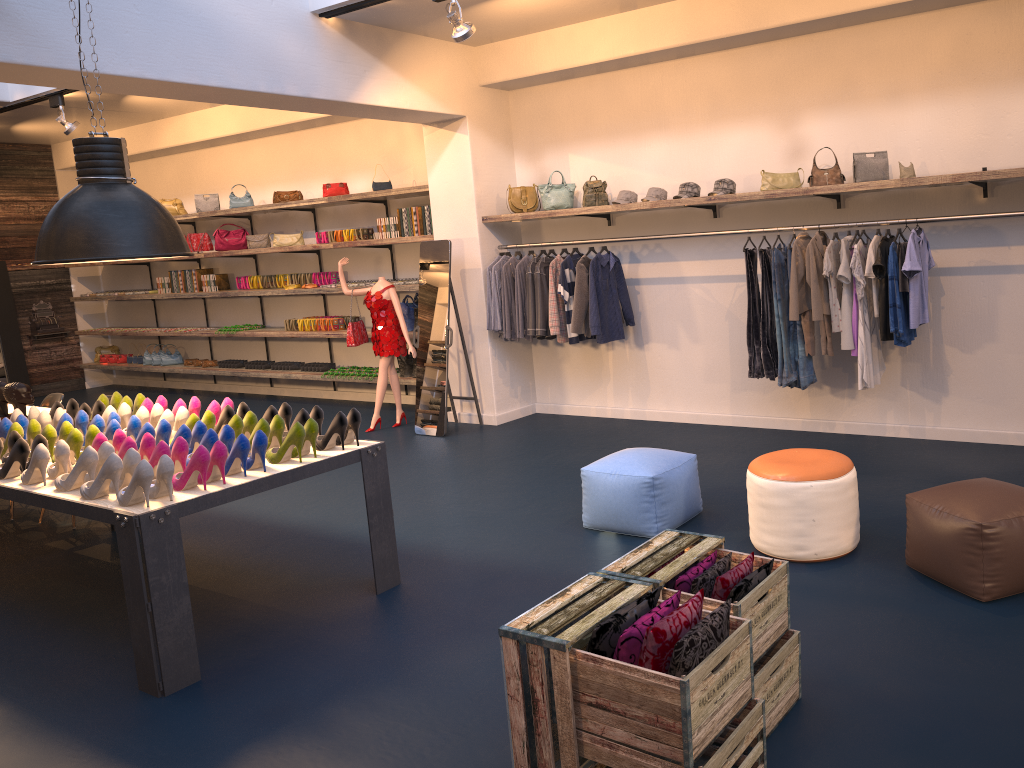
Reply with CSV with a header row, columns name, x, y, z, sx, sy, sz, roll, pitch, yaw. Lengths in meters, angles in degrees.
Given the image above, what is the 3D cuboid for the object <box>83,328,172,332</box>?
name,x,y,z,sx,sy,sz,roll,pitch,yaw
object,-5.316,-0.751,11.981,1.729,0.024,0.383,3,11,35

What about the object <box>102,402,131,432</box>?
name,x,y,z,sx,sy,sz,roll,pitch,yaw
object,-2.303,0.206,4.974,0.225,0.194,0.218,1,9,33

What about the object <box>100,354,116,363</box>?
name,x,y,z,sx,sy,sz,roll,pitch,yaw
object,-5.785,-0.368,12.444,0.233,0.118,0.085,-7,8,-20

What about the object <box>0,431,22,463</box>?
name,x,y,z,sx,sy,sz,roll,pitch,yaw
object,-2.534,0.327,4.311,0.222,0.194,0.220,3,11,44

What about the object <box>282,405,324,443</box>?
name,x,y,z,sx,sy,sz,roll,pitch,yaw
object,-1.084,0.209,4.457,0.223,0.194,0.219,2,10,37

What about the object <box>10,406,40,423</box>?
name,x,y,z,sx,sy,sz,roll,pitch,yaw
object,-2.868,0.225,5.085,0.222,0.194,0.220,3,11,43

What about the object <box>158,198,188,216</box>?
name,x,y,z,sx,sy,sz,roll,pitch,yaw
object,-4.306,-2.226,10.946,0.376,0.233,0.197,-5,7,-5

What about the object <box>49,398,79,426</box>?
name,x,y,z,sx,sy,sz,roll,pitch,yaw
object,-2.746,0.187,5.271,0.223,0.194,0.219,2,10,37

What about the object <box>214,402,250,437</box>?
name,x,y,z,sx,sy,sz,roll,pitch,yaw
object,-1.537,0.195,4.732,0.222,0.194,0.220,4,11,45

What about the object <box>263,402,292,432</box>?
name,x,y,z,sx,sy,sz,roll,pitch,yaw
object,-1.287,0.196,4.618,0.223,0.194,0.219,2,10,37

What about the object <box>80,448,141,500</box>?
name,x,y,z,sx,sy,sz,roll,pitch,yaw
object,-1.700,0.373,3.684,0.226,0.194,0.216,0,9,28

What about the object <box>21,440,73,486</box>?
name,x,y,z,sx,sy,sz,roll,pitch,yaw
object,-2.139,0.351,3.998,0.220,0.194,0.222,-12,11,-44

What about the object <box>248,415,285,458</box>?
name,x,y,z,sx,sy,sz,roll,pitch,yaw
object,-1.233,0.249,4.265,0.223,0.194,0.219,2,10,37

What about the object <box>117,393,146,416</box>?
name,x,y,z,sx,sy,sz,roll,pitch,yaw
object,-2.353,0.155,5.311,0.223,0.194,0.219,2,10,37

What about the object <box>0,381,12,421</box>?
name,x,y,z,sx,sy,sz,roll,pitch,yaw
object,-3.304,0.121,5.624,0.142,0.284,0.167,0,8,37

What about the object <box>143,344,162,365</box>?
name,x,y,z,sx,sy,sz,roll,pitch,yaw
object,-4.869,-0.406,11.788,0.295,0.281,0.090,-8,7,-25

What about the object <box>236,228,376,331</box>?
name,x,y,z,sx,sy,sz,roll,pitch,yaw
object,-2.413,-1.159,10.032,2.482,1.129,0.495,2,9,35

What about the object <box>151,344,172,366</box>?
name,x,y,z,sx,sy,sz,roll,pitch,yaw
object,-4.709,-0.400,11.684,0.291,0.281,0.091,-7,7,-19

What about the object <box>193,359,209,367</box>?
name,x,y,z,sx,sy,sz,roll,pitch,yaw
object,-4.014,-0.282,11.292,0.221,0.082,0.226,0,10,27

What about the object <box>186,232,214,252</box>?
name,x,y,z,sx,sy,sz,roll,pitch,yaw
object,-3.870,-1.749,10.701,0.314,0.248,0.138,-3,7,7

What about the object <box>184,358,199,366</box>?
name,x,y,z,sx,sy,sz,roll,pitch,yaw
object,-4.201,-0.294,11.444,0.230,0.082,0.217,-11,11,-41

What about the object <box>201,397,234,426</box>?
name,x,y,z,sx,sy,sz,roll,pitch,yaw
object,-1.695,0.176,4.915,0.224,0.194,0.218,1,9,33

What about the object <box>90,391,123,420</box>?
name,x,y,z,sx,sy,sz,roll,pitch,yaw
object,-2.560,0.147,5.451,0.223,0.194,0.219,2,10,37

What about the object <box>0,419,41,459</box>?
name,x,y,z,sx,sy,sz,roll,pitch,yaw
object,-2.616,0.283,4.618,0.223,0.194,0.219,2,10,40

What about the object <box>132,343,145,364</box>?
name,x,y,z,sx,sy,sz,roll,pitch,yaw
object,-5.169,-0.423,12.045,0.217,0.278,0.054,-9,7,-31

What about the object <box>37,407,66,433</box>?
name,x,y,z,sx,sy,sz,roll,pitch,yaw
object,-2.653,0.233,4.950,0.223,0.194,0.219,2,10,37

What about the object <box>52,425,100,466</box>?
name,x,y,z,sx,sy,sz,roll,pitch,yaw
object,-2.163,0.301,4.322,0.223,0.194,0.219,2,10,37

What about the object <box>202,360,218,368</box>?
name,x,y,z,sx,sy,sz,roll,pitch,yaw
object,-3.843,-0.266,11.121,0.221,0.082,0.227,1,10,27

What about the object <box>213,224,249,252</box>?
name,x,y,z,sx,sy,sz,roll,pitch,yaw
object,-3.391,-1.772,10.470,0.284,0.335,0.366,-1,8,27

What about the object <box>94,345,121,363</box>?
name,x,y,z,sx,sy,sz,roll,pitch,yaw
object,-5.878,-0.447,12.622,0.392,0.233,0.189,-7,8,-21

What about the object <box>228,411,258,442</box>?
name,x,y,z,sx,sy,sz,roll,pitch,yaw
object,-1.416,0.237,4.416,0.225,0.194,0.218,1,9,32

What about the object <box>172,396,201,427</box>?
name,x,y,z,sx,sy,sz,roll,pitch,yaw
object,-1.919,0.168,5.056,0.222,0.194,0.220,3,11,43

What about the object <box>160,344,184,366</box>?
name,x,y,z,sx,sy,sz,roll,pitch,yaw
object,-4.549,-0.394,11.581,0.291,0.281,0.091,-7,7,-19

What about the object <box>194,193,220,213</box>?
name,x,y,z,sx,sy,sz,roll,pitch,yaw
object,-3.704,-2.203,10.576,0.286,0.228,0.076,-6,6,-13

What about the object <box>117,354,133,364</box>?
name,x,y,z,sx,sy,sz,roll,pitch,yaw
object,-5.448,-0.357,12.237,0.232,0.118,0.085,-7,7,-19

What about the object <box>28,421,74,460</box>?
name,x,y,z,sx,sy,sz,roll,pitch,yaw
object,-2.377,0.289,4.483,0.223,0.194,0.219,2,10,37

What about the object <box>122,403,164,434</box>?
name,x,y,z,sx,sy,sz,roll,pitch,yaw
object,-2.071,0.206,4.878,0.223,0.194,0.219,2,10,37

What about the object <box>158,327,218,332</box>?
name,x,y,z,sx,sy,sz,roll,pitch,yaw
object,-4.202,-0.702,11.206,0.817,0.029,0.386,3,11,35

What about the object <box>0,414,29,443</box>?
name,x,y,z,sx,sy,sz,roll,pitch,yaw
object,-2.786,0.269,4.780,0.226,0.194,0.216,0,9,28

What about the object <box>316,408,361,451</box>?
name,x,y,z,sx,sy,sz,roll,pitch,yaw
object,-0.868,0.218,4.311,0.223,0.194,0.219,2,10,37

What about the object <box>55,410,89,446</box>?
name,x,y,z,sx,sy,sz,roll,pitch,yaw
object,-2.460,0.242,4.811,0.223,0.194,0.219,2,10,37

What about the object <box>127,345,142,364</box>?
name,x,y,z,sx,sy,sz,roll,pitch,yaw
object,-5.270,-0.427,12.112,0.214,0.278,0.055,-7,7,-23

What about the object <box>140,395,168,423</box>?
name,x,y,z,sx,sy,sz,roll,pitch,yaw
object,-2.166,0.166,5.167,0.223,0.194,0.219,2,10,37

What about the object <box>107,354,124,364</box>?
name,x,y,z,sx,sy,sz,roll,pitch,yaw
object,-5.622,-0.361,12.330,0.233,0.118,0.085,-7,8,-20

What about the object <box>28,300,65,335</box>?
name,x,y,z,sx,sy,sz,roll,pitch,yaw
object,-6.546,-0.943,12.178,0.216,0.458,0.388,0,9,38

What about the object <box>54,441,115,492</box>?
name,x,y,z,sx,sy,sz,roll,pitch,yaw
object,-1.893,0.358,3.853,0.229,0.194,0.214,-1,8,23

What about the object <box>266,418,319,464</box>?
name,x,y,z,sx,sy,sz,roll,pitch,yaw
object,-1.038,0.262,4.106,0.226,0.194,0.217,0,9,30

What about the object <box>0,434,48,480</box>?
name,x,y,z,sx,sy,sz,roll,pitch,yaw
object,-2.339,0.340,4.150,0.225,0.194,0.218,1,9,32

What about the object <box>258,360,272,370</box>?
name,x,y,z,sx,sy,sz,roll,pitch,yaw
object,-2.998,-0.231,10.554,0.061,0.087,0.202,1,10,39

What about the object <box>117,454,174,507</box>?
name,x,y,z,sx,sy,sz,roll,pitch,yaw
object,-1.484,0.383,3.533,0.223,0.194,0.219,3,10,42

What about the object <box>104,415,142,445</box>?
name,x,y,z,sx,sy,sz,roll,pitch,yaw
object,-2.051,0.261,4.527,0.224,0.194,0.225,2,10,36

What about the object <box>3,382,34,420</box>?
name,x,y,z,sx,sy,sz,roll,pitch,yaw
object,-3.108,0.130,5.488,0.142,0.284,0.167,0,8,37

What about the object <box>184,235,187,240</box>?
name,x,y,z,sx,sy,sz,roll,pitch,yaw
object,-4.275,-1.775,11.027,0.344,0.252,0.136,-5,7,-5

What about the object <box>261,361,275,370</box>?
name,x,y,z,sx,sy,sz,roll,pitch,yaw
object,-2.945,-0.229,10.517,0.061,0.087,0.202,1,10,39

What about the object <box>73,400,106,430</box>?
name,x,y,z,sx,sy,sz,roll,pitch,yaw
object,-2.518,0.196,5.124,0.224,0.194,0.218,1,9,34

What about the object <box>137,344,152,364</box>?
name,x,y,z,sx,sy,sz,roll,pitch,yaw
object,-5.060,-0.417,11.966,0.214,0.278,0.055,-7,7,-23

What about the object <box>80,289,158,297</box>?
name,x,y,z,sx,sy,sz,roll,pitch,yaw
object,-5.412,-1.270,12.066,1.403,0.060,0.523,3,11,35

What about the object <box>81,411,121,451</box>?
name,x,y,z,sx,sy,sz,roll,pitch,yaw
object,-2.229,0.247,4.690,0.223,0.194,0.219,2,10,37
